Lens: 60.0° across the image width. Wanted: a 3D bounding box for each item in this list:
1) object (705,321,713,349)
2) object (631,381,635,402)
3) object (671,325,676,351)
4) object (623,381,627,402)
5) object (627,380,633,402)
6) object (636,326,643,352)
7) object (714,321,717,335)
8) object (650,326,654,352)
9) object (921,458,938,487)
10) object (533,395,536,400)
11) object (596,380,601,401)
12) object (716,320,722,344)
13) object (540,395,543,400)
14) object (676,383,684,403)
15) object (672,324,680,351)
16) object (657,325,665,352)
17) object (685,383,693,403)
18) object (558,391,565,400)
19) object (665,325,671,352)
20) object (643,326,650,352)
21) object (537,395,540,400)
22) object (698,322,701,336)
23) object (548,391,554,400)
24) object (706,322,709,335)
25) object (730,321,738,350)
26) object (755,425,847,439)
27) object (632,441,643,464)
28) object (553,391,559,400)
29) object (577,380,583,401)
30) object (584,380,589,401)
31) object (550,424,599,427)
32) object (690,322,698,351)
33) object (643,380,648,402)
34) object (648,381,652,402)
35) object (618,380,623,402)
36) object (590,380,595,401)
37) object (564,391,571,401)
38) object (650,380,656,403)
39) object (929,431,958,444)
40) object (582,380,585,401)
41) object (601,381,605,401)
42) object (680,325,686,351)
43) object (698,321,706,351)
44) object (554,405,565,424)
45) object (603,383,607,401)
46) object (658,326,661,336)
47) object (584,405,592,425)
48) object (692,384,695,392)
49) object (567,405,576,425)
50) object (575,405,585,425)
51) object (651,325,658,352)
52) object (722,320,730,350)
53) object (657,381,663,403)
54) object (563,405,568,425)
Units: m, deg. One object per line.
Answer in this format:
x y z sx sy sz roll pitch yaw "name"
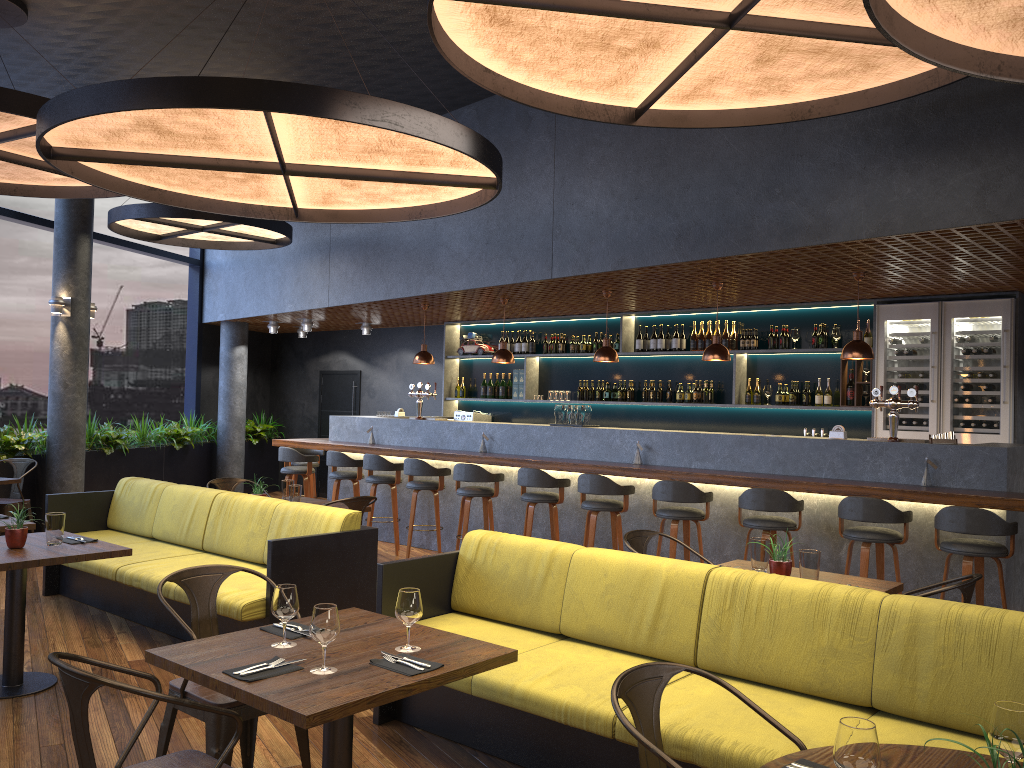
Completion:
2.168 -0.527 9.729 0.084 0.330 0.084 2 -2 -43 "object"
1.420 0.087 10.487 0.063 0.254 0.063 1 -1 12 "object"
1.865 -0.517 10.128 0.085 0.310 0.086 2 -1 -22 "object"
1.342 0.086 10.561 0.063 0.254 0.063 2 -1 -17 "object"
1.384 0.084 10.410 0.063 0.254 0.063 2 -1 -8 "object"
1.486 -0.523 10.317 0.085 0.310 0.086 2 -1 -22 "object"
2.253 -0.524 9.775 0.084 0.330 0.084 2 -2 -43 "object"
1.645 -0.519 10.305 0.085 0.310 0.086 2 -1 -22 "object"
2.965 0.627 6.323 0.114 0.203 0.069 2 -1 -15 "object"
0.289 0.171 11.337 0.042 0.059 0.042 1 -1 2 "object"
1.052 0.083 10.743 0.063 0.254 0.063 2 -1 -22 "object"
2.244 -0.527 9.660 0.084 0.330 0.084 2 -2 -43 "object"
0.379 0.172 11.262 0.042 0.059 0.042 1 -1 2 "object"
1.896 0.104 9.980 0.088 0.224 0.088 1 -1 10 "object"
1.857 -0.519 10.008 0.085 0.310 0.086 2 -1 -16 "object"
1.707 -0.521 10.131 0.085 0.310 0.086 2 -1 -22 "object"
1.978 0.104 9.910 0.088 0.224 0.088 2 -1 -35 "object"
0.623 0.144 11.080 0.084 0.119 0.084 2 -1 -5 "object"
1.790 -0.518 10.185 0.085 0.310 0.086 2 -1 -39 "object"
1.569 -0.519 10.370 0.085 0.310 0.086 2 -1 -35 "object"
0.337 0.171 11.249 0.042 0.059 0.042 1 -1 2 "object"
2.109 -0.526 9.897 0.084 0.330 0.084 2 -2 -43 "object"
0.493 0.143 11.191 0.084 0.119 0.084 2 -1 -5 "object"
2.180 -0.525 9.834 0.084 0.330 0.084 2 -2 -43 "object"
2.419 -0.522 9.677 0.084 0.330 0.084 2 -2 -43 "object"
2.304 0.375 7.162 0.766 0.106 0.200 0 -1 40 "object"
1.125 0.611 7.875 0.114 0.203 0.069 1 -1 29 "object"
0.558 0.144 11.136 0.084 0.119 0.084 2 -1 -5 "object"
0.834 0.079 10.853 0.063 0.254 0.063 1 -1 12 "object"
0.910 0.080 10.788 0.063 0.254 0.063 1 -1 27 "object"
0.610 0.406 8.693 0.437 0.019 0.273 0 -1 40 "object"
2.025 -0.529 9.850 0.084 0.330 0.084 2 -2 -43 "object"
1.543 0.085 10.236 0.063 0.254 0.063 1 -1 12 "object"
1.615 0.088 10.319 0.063 0.254 0.063 1 -1 27 "object"
1.284 0.084 10.505 0.063 0.254 0.063 2 -1 -32 "object"
0.983 0.083 10.855 0.063 0.254 0.063 1 -1 -3 "object"
0.690 0.145 11.024 0.084 0.119 0.084 2 -1 -5 "object"
1.619 0.085 10.171 0.063 0.254 0.063 2 -1 -13 "object"
3.129 0.388 6.436 0.177 0.091 0.091 1 -1 15 "object"
0.889 0.082 10.935 0.063 0.254 0.063 1 -1 32 "object"
1.107 0.085 10.813 0.063 0.254 0.063 1 -1 12 "object"
1.936 -0.516 10.065 0.085 0.310 0.086 2 -1 -9 "object"
2.098 -0.528 9.790 0.084 0.330 0.084 2 -2 -43 "object"
0.468 0.308 8.717 0.105 0.209 0.105 2 -1 -15 "object"
1.152 0.100 10.729 0.088 0.224 0.088 1 -1 5 "object"
1.718 -0.518 10.250 0.085 0.310 0.086 2 -1 -9 "object"
0.724 0.313 8.646 0.105 0.209 0.105 2 -1 -15 "object"
2.052 0.108 9.996 0.088 0.224 0.088 1 -1 35 "object"
0.591 0.310 8.677 0.105 0.209 0.105 2 -1 -15 "object"
0.655 0.309 8.554 0.105 0.209 0.105 2 -1 -15 "object"
1.638 -0.521 10.193 0.085 0.310 0.086 2 -1 -16 "object"
2.319 -0.526 9.600 0.084 0.330 0.084 2 -2 -43 "object"
1.711 0.089 10.238 0.063 0.254 0.063 1 -1 12 "object"
0.547 0.311 8.792 0.105 0.209 0.105 2 -1 -15 "object"
